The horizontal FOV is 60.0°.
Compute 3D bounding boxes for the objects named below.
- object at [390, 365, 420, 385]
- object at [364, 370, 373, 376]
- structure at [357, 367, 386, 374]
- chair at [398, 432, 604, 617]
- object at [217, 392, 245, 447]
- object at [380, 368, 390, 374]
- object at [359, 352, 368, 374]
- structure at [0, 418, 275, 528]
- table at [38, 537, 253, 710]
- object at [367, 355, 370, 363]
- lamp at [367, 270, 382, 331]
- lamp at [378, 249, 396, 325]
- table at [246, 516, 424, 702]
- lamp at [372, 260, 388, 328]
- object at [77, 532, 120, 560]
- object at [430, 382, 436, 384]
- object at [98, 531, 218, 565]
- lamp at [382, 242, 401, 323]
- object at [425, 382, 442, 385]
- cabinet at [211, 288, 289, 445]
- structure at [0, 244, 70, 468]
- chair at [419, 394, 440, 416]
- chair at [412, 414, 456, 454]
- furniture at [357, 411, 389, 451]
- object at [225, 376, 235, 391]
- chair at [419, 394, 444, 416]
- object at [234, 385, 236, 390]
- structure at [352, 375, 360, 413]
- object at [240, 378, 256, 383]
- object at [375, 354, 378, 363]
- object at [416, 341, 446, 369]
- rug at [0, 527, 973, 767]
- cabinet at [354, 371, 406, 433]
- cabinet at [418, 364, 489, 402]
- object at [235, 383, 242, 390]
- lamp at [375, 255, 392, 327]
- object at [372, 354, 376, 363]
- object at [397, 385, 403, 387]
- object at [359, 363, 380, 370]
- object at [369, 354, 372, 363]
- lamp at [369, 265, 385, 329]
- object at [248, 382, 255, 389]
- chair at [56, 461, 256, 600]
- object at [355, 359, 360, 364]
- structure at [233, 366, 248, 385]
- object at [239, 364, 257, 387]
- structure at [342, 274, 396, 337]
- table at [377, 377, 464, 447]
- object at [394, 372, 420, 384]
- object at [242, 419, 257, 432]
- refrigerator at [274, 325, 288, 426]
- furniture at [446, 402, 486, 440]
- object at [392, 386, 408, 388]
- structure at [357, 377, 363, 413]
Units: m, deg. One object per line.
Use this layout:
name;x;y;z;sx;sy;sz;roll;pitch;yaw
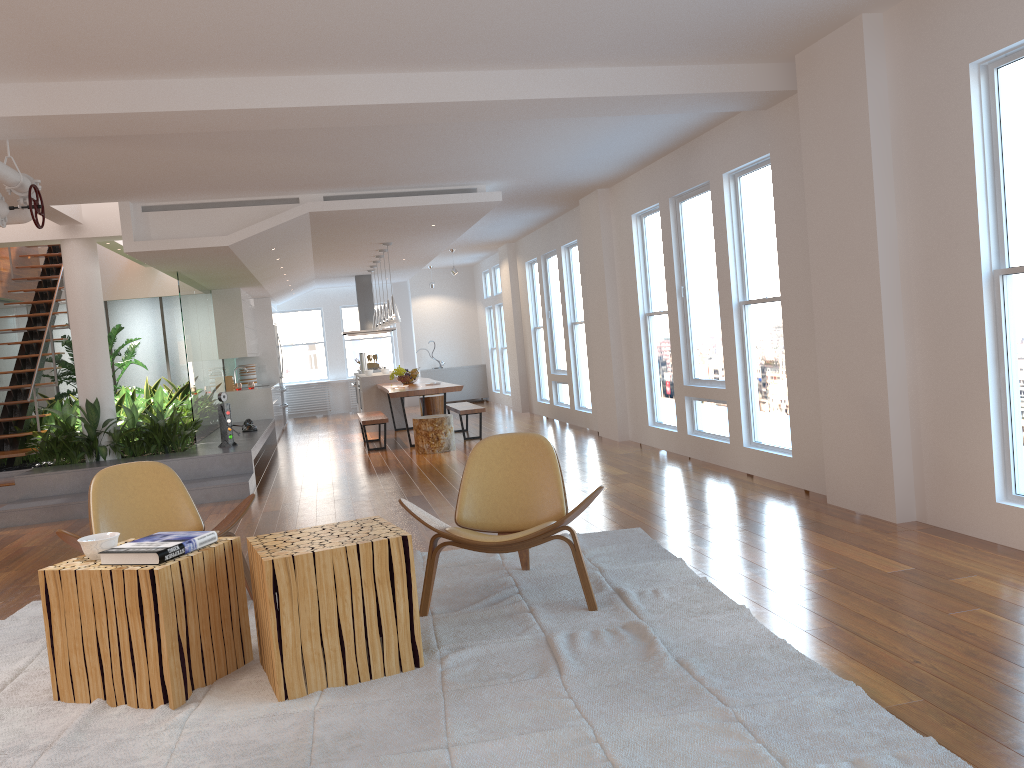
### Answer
object;-1.492;-0.134;12.421;0.292;0.284;0.394;-2;4;42
object;-2.219;-0.173;13.740;0.152;0.082;0.152;-4;3;27
structure;-2.464;-0.245;15.603;0.520;0.073;0.650;-6;3;-12
chair;0.030;0.650;4.134;0.856;0.752;0.867;-3;4;38
object;-2.887;0.360;9.100;0.318;0.565;0.134;-4;3;24
object;-1.950;-0.193;13.670;0.152;0.082;0.152;-3;4;39
object;-2.520;-0.357;15.119;0.120;0.356;0.172;-3;4;36
structure;-4.452;0.908;10.359;3.088;0.386;5.584;-6;3;-12
table;-1.420;0.926;3.486;0.548;0.534;0.489;-4;3;18
object;-2.584;-0.381;16.039;0.061;0.299;0.040;-6;3;-14
lamp;-2.270;-1.414;14.582;0.160;1.060;0.160;-4;3;15
lamp;-1.662;-1.318;11.756;0.160;1.060;0.160;-4;3;15
table;-0.703;0.861;3.487;0.548;0.534;0.489;-6;3;-23
lamp;-1.966;-1.366;13.169;0.160;1.060;0.160;-4;3;15
object;-1.605;0.636;3.457;0.152;0.082;0.152;-3;4;39
object;-1.020;-0.005;11.466;0.079;0.030;0.070;-3;4;31
object;-1.359;0.632;3.424;0.279;0.048;0.334;-4;3;19
lamp;-1.511;-1.294;11.049;0.160;1.060;0.160;-4;3;15
object;-1.020;0.001;11.466;0.222;0.020;0.222;-6;3;-20
cabinet;-4.290;-0.300;14.873;0.676;2.280;4.565;-6;3;-12
structure;-4.984;-1.168;10.852;2.552;4.265;4.591;-6;3;-12
chair;-1.447;0.317;15.606;0.344;0.430;0.549;-6;3;-8
chair;-0.893;0.572;10.177;0.460;0.400;0.460;-5;3;-2
furniture;-1.776;0.598;11.358;0.316;0.389;1.433;-6;3;-12
object;-4.174;-0.010;13.118;0.104;0.222;0.200;-6;3;-12
chair;-1.184;0.405;13.399;0.396;0.455;0.402;-6;3;-22
object;-4.210;0.006;13.364;0.100;0.170;0.173;-6;3;-10
structure;-2.464;0.183;15.606;0.649;0.735;0.890;-6;3;-12
object;-4.402;-0.062;14.791;0.265;0.196;0.284;-3;4;30
object;-2.452;-0.394;16.068;0.057;0.294;0.030;-6;3;-12
object;-1.589;-0.574;17.508;0.590;0.563;0.210;-8;4;-41
rug;-0.728;1.090;3.465;3.525;0.057;3.478;-6;3;-8
cabinet;-2.232;0.234;14.728;0.597;0.832;2.936;-6;3;-12
cabinet;-1.166;0.028;17.664;1.309;0.725;0.420;-6;3;-12
object;-3.974;0.039;12.885;0.094;0.106;0.094;-6;3;-6
lamp;-1.814;-1.342;12.462;0.160;1.060;0.160;-4;3;15
object;-2.485;-0.390;16.043;0.068;0.298;0.039;-6;3;-12
object;-1.441;0.035;11.425;0.079;0.030;0.070;-2;4;41
object;-2.575;-0.302;16.034;0.353;0.157;0.084;-6;3;-12
object;-2.546;-0.384;16.027;0.057;0.299;0.019;-6;3;-12
lamp;-2.118;-1.390;13.875;0.160;1.060;0.160;-4;3;15
object;-3.788;0.022;12.877;0.094;0.106;0.094;-6;3;-6
chair;-1.728;0.790;4.495;0.856;0.752;0.867;-6;3;-7
object;-2.733;-0.349;16.006;0.199;0.259;0.016;-5;3;-1
structure;-4.226;-0.015;13.868;0.248;0.536;0.115;-6;3;-12
object;-4.295;-0.134;14.417;0.267;0.356;0.266;-4;3;14
structure;-2.576;-1.568;15.506;0.909;1.405;0.900;-6;3;-12
table;-1.608;0.311;13.436;0.893;0.704;5.996;-6;3;-12
object;-1.458;-0.074;12.415;0.360;0.159;0.360;-2;4;41
object;-3.213;0.501;10.791;0.181;0.155;0.216;-2;4;43
refrigerator;-4.374;-0.116;15.621;0.725;1.772;0.908;-6;3;-12
furniture;-0.615;0.480;11.604;0.316;0.389;1.433;-6;3;-12
object;-1.440;0.041;11.426;0.222;0.020;0.222;-4;3;29
structure;-2.413;0.211;14.173;0.072;0.648;0.644;-6;3;-12
